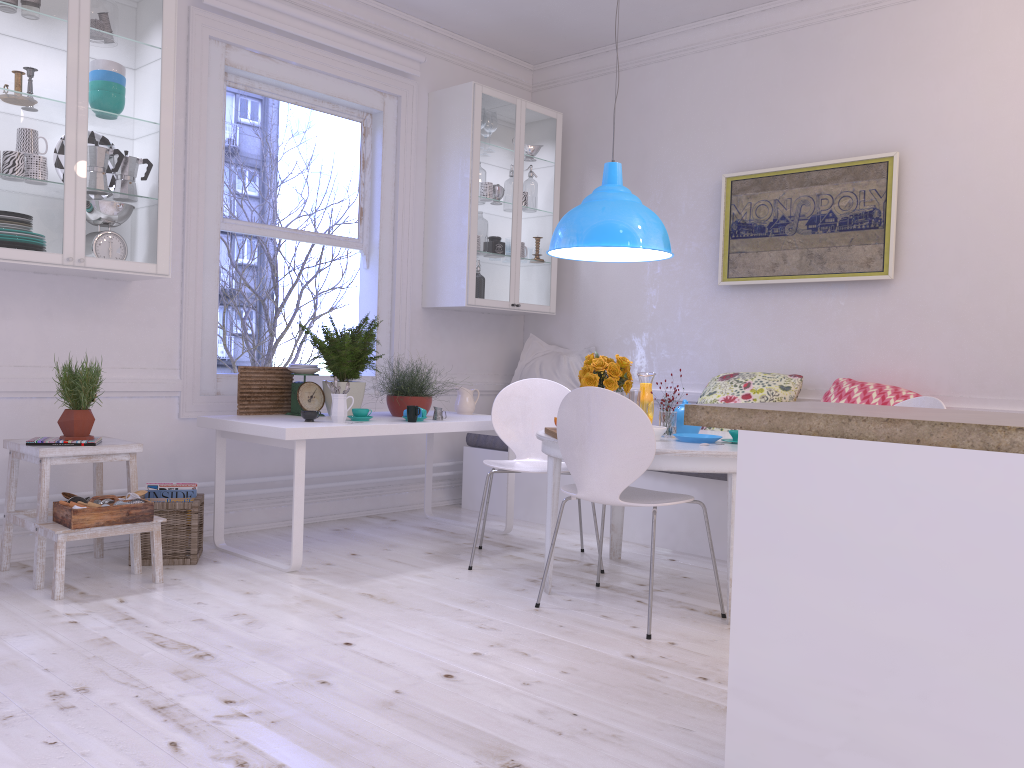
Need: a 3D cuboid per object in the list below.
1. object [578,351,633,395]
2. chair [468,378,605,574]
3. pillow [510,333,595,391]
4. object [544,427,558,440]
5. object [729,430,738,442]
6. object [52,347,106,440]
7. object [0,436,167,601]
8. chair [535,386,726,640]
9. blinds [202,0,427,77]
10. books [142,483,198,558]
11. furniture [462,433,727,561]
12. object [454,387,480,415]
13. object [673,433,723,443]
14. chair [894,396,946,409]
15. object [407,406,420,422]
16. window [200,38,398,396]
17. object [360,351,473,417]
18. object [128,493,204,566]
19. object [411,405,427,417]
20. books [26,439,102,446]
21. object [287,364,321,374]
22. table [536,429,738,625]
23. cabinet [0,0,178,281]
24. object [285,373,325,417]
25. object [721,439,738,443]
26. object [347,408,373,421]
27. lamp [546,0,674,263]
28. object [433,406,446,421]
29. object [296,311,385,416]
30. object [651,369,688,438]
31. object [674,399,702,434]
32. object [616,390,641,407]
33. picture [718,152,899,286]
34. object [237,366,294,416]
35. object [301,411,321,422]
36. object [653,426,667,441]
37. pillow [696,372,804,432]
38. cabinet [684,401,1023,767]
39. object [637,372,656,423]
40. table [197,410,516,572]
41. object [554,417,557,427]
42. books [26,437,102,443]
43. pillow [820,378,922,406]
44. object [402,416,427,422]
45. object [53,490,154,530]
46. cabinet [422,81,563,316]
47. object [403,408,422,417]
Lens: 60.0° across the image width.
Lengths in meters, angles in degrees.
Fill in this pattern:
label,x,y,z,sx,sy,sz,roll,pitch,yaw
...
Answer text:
label,x,y,z,sx,sy,sz,roll,pitch,yaw
object,0.391,0.036,3.736,0.235,0.351,0.234,2,1,8
chair,0.116,0.400,4.134,0.604,0.845,0.483,2,1,-2
pillow,0.244,-0.010,5.804,0.677,0.642,0.374,2,2,13
object,0.267,0.200,3.540,0.224,0.024,0.347,2,1,-7
object,0.904,0.208,3.521,0.088,0.043,0.088,1,2,-40
object,-1.726,0.036,3.552,0.196,0.367,0.186,2,1,-2
object,-1.724,0.506,3.551,0.599,0.534,0.418,3,2,43
chair,0.428,0.432,3.306,0.604,0.845,0.483,3,2,43
blinds,-1.032,-1.892,4.769,0.136,0.131,1.451,3,2,43
books,-1.520,0.602,3.926,0.221,0.306,0.205,2,2,-14
furniture,1.121,0.589,4.633,3.296,0.508,0.769,3,2,43
object,-0.259,0.092,4.951,0.115,0.152,0.127,3,2,25
object,0.738,0.217,3.529,0.196,0.023,0.196,3,2,30
chair,1.356,0.462,3.375,0.483,0.845,0.604,2,2,-12
object,-0.467,0.142,4.177,0.055,0.077,0.070,1,2,-22
window,-1.199,-0.832,4.932,0.181,1.782,1.234,3,2,43
object,-0.524,0.002,4.613,0.668,0.367,0.531,1,2,-23
object,-1.519,0.636,3.914,0.276,0.270,0.276,2,2,-14
object,-0.460,0.135,4.291,0.082,0.059,0.069,3,2,21
books,-1.775,0.231,3.525,0.246,0.011,0.180,2,2,-17
object,-1.028,-0.074,4.391,0.164,0.047,0.163,2,1,2
table,0.658,0.536,3.702,1.140,0.629,1.140,1,2,-19
cabinet,-1.878,-1.128,3.681,0.425,1.311,0.823,3,2,43
object,-1.022,0.053,4.390,0.185,0.208,0.159,3,2,43
object,0.904,0.229,3.522,0.147,0.011,0.147,1,2,-45
object,-0.712,0.145,4.165,0.121,0.055,0.121,2,1,-7
lamp,0.469,-1.547,3.928,0.568,1.948,0.568,2,2,-13
object,-0.361,0.145,4.387,0.052,0.067,0.066,3,2,43
object,-0.834,-0.102,4.414,0.368,0.527,0.438,3,2,43
object,0.665,0.078,3.700,0.128,0.287,0.128,3,2,44
object,0.756,0.145,3.842,0.156,0.151,0.150,1,2,-44
object,0.497,0.119,3.843,0.101,0.186,0.122,2,2,-17
picture,1.547,-0.856,4.728,0.971,0.629,0.020,3,2,43
object,-1.206,0.034,4.348,0.028,0.237,0.294,3,2,43
object,-0.911,0.146,3.998,0.082,0.048,0.079,2,1,2
object,0.543,0.196,3.538,0.147,0.052,0.147,2,1,-5
pillow,1.215,0.155,4.755,0.509,0.447,0.592,1,2,-42
cabinet,1.011,0.491,1.785,1.167,0.842,0.654,3,2,43
object,0.589,0.081,3.903,0.094,0.267,0.116,1,2,-20
table,-0.688,0.476,4.426,0.736,0.619,1.514,3,2,43
object,0.245,0.151,3.548,0.129,0.075,0.285,2,2,-11
books,-1.775,0.223,3.525,0.246,0.007,0.180,2,2,-17
pillow,1.714,0.189,4.288,0.491,0.424,0.587,1,2,-44
object,-0.469,0.167,4.270,0.121,0.021,0.121,2,1,-7
object,-1.560,0.474,3.421,0.358,0.110,0.211,1,2,-45
cabinet,-0.099,-1.116,5.604,0.425,1.311,0.823,3,2,43
object,-0.475,0.141,4.256,0.080,0.058,0.069,2,2,16
